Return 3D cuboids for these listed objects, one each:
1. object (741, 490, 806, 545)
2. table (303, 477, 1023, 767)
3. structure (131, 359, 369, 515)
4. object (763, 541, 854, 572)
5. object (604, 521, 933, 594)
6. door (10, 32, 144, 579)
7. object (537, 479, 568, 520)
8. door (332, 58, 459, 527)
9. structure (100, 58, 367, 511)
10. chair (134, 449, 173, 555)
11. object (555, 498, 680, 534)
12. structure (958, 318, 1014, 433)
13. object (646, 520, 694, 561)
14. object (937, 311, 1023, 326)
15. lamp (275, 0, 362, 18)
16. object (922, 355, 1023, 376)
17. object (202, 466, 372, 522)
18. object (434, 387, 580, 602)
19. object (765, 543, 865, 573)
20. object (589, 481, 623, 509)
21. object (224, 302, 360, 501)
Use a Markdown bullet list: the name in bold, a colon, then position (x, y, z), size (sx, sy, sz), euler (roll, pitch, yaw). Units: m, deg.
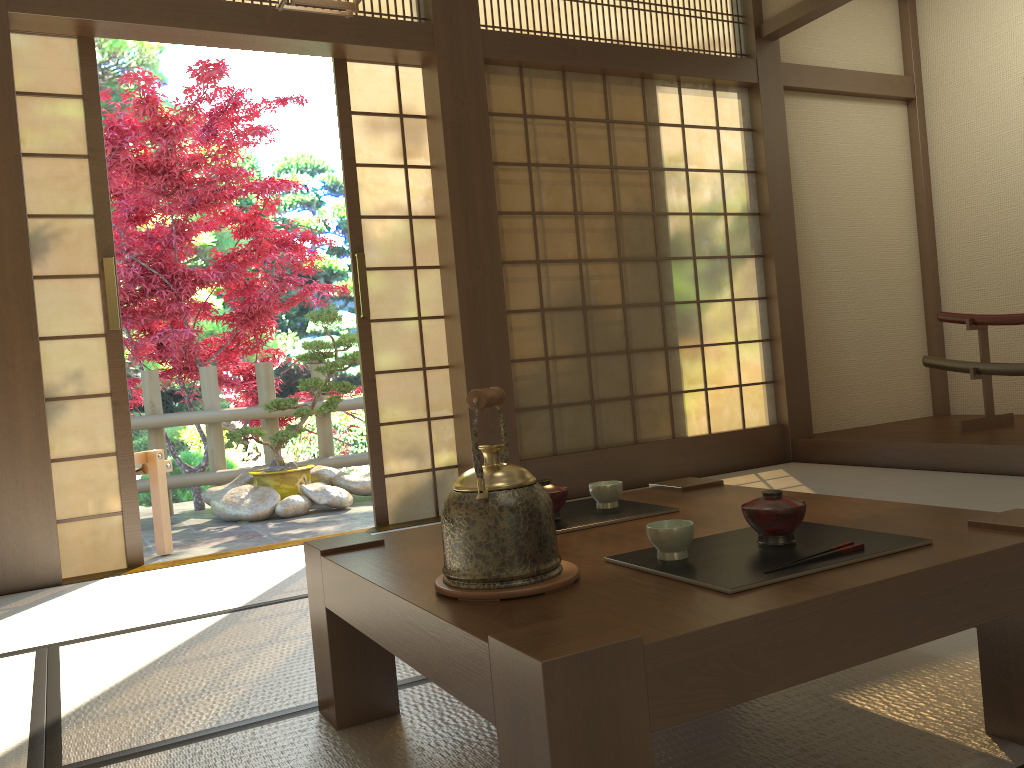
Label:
- **object**: position (0.418, 0.211, 1.411), size (0.100, 0.080, 0.100), euler (-5, 1, -27)
- **table**: position (0.259, 0.439, 1.604), size (1.000, 0.350, 1.000), euler (-5, 1, -27)
- **structure**: position (-1.733, 0.381, 6.599), size (7.456, 1.136, 0.245), euler (-5, 1, -27)
- **object**: position (0.432, 0.250, 1.287), size (0.200, 0.008, 0.008), euler (-6, 1, -34)
- **object**: position (0.392, 0.260, 1.383), size (0.400, 0.007, 0.300), euler (-5, 1, -27)
- **door**: position (-2.487, -0.255, 3.298), size (1.894, 2.380, 0.073), euler (-5, 1, -27)
- **object**: position (0.068, 0.238, 1.823), size (0.100, 0.080, 0.100), euler (-5, 1, -27)
- **door**: position (0.096, -0.502, 4.641), size (1.894, 2.380, 0.073), euler (-5, 1, -27)
- **structure**: position (-2.940, -0.911, 6.957), size (3.412, 4.004, 3.045), euler (-5, 1, 5)
- **chair**: position (-2.193, 0.609, 4.402), size (0.698, 0.598, 0.704), euler (-5, 1, 19)
- **object**: position (0.101, 0.281, 1.871), size (0.400, 0.007, 0.300), euler (-5, 1, -27)
- **structure**: position (2.717, -0.070, 4.511), size (0.446, 0.604, 0.712), euler (-5, 1, -27)
- **object**: position (0.248, 0.243, 1.379), size (0.074, 0.052, 0.073), euler (-5, 1, 16)
- **object**: position (2.671, -0.367, 4.449), size (0.086, 0.121, 1.186), euler (-5, 1, -26)
- **lamp**: position (-0.601, -1.671, 2.611), size (0.240, 1.129, 0.240), euler (-5, 1, -27)
- **object**: position (2.684, -0.116, 4.473), size (0.100, 0.144, 1.369), euler (-5, 1, -26)
- **object**: position (-1.415, 0.701, 6.024), size (1.260, 0.276, 1.147), euler (-6, 1, -32)
- **object**: position (-0.022, 0.153, 1.340), size (0.219, 0.296, 0.226), euler (-6, 1, -33)
- **object**: position (0.436, 0.250, 1.274), size (0.200, 0.008, 0.008), euler (-5, 1, -29)
- **object**: position (0.206, 0.242, 1.929), size (0.074, 0.052, 0.073), euler (-5, 1, 16)
- **object**: position (-1.421, 0.147, 6.055), size (1.032, 1.362, 0.586), euler (-5, 1, -1)
